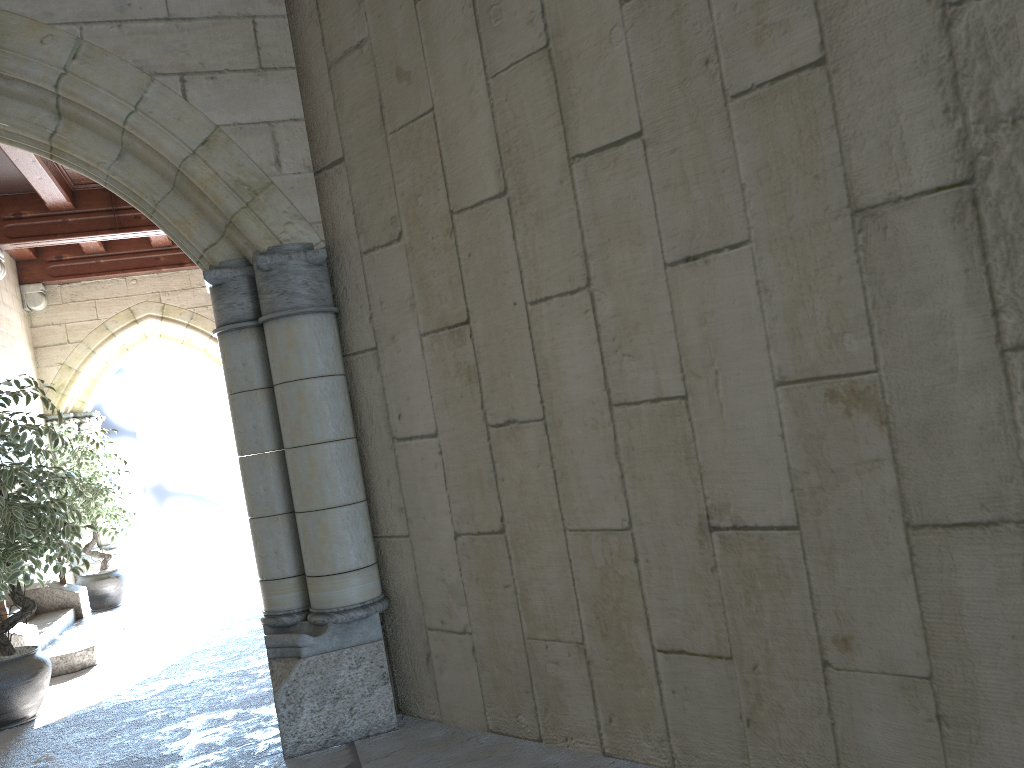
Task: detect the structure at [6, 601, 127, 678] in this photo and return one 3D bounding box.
[{"bbox_3d":[-3.885,1.486,5.428,2.568,0.810,1.465,-9,-1,-16],"label":"structure"}]

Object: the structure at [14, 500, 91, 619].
[{"bbox_3d":[-3.589,1.236,6.269,0.886,1.262,0.474,-9,0,-16],"label":"structure"}]

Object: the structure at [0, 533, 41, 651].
[{"bbox_3d":[-3.196,1.122,4.916,0.886,1.262,0.477,-9,0,-16],"label":"structure"}]

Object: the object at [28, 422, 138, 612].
[{"bbox_3d":[-3.536,1.086,7.388,0.785,1.618,0.753,-9,0,-20],"label":"object"}]

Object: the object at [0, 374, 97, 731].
[{"bbox_3d":[-2.410,0.787,4.232,0.788,1.618,0.749,-9,0,15],"label":"object"}]
